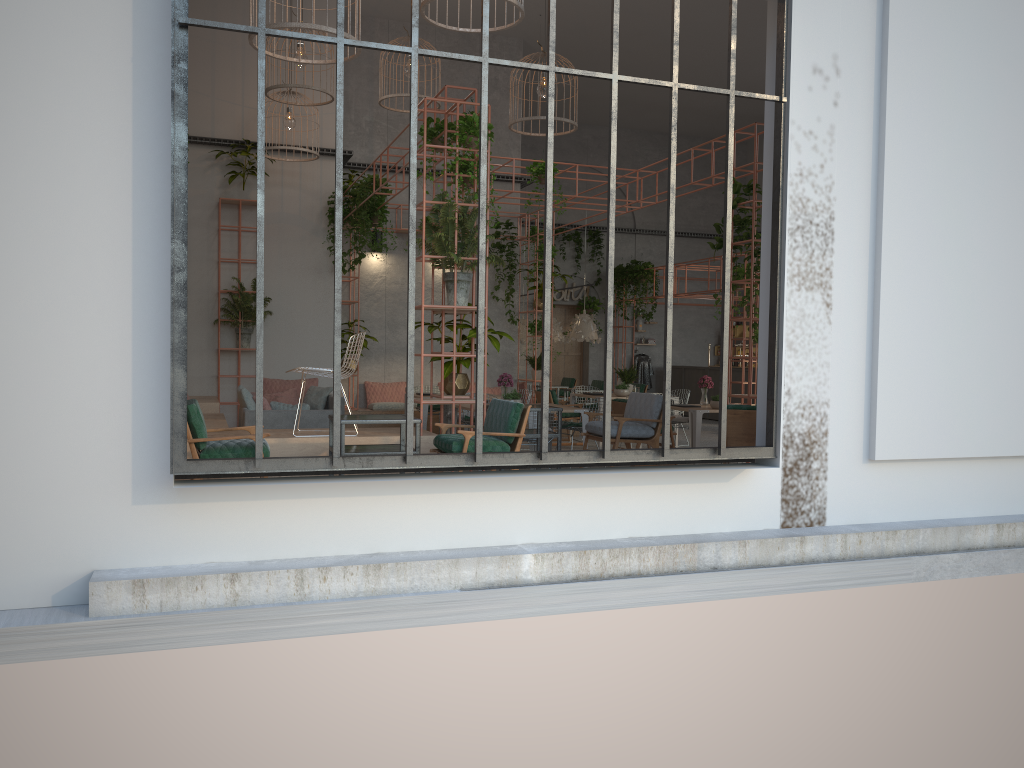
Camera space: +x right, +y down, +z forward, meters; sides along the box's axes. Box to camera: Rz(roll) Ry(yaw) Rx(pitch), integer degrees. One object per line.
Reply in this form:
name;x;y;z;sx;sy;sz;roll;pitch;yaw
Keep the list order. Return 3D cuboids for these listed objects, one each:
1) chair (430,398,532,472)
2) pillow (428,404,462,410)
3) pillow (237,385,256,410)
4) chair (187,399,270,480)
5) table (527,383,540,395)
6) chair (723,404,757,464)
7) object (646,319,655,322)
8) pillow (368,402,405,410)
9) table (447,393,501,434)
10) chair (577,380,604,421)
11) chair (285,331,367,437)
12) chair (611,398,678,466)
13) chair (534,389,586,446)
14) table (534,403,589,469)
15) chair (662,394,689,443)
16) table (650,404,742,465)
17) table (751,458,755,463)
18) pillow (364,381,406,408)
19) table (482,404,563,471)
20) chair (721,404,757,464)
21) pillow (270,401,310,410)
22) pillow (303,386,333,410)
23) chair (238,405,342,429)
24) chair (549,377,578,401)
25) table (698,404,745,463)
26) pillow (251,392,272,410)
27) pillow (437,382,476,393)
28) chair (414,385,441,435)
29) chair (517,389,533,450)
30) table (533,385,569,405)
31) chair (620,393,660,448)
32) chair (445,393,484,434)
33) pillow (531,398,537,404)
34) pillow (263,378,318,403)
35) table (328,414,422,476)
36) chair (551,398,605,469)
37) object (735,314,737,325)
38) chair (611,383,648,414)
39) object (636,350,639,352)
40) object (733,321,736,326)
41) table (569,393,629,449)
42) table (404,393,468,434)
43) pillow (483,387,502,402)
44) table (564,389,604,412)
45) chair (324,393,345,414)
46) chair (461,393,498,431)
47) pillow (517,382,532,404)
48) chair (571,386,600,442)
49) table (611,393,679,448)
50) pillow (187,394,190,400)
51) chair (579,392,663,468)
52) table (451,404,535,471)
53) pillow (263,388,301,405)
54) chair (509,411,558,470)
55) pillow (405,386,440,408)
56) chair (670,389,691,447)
chair;-0.271;0.596;7.249;0.685;0.929;0.722;0;2;-19
pillow;-1.131;0.394;15.604;0.637;0.149;0.491;0;2;-18
pillow;-2.925;0.262;9.917;0.276;0.474;0.839;0;2;-19
chair;-2.122;0.589;6.594;0.685;0.929;0.722;0;2;-19
table;0.251;0.373;20.985;0.635;0.798;0.602;0;2;-19
chair;2.163;0.631;7.556;0.722;0.917;0.685;2;2;20
object;3.614;-1.664;23.139;0.263;0.101;0.013;0;2;-19
pillow;-2.120;0.390;15.254;0.637;0.149;0.491;0;2;-18
table;-0.516;0.589;13.746;0.694;0.830;1.214;0;2;-19
chair;1.712;0.379;19.647;0.685;0.930;0.722;0;2;-19
chair;-1.683;-0.014;8.027;0.717;0.941;0.565;1;2;-11
chair;1.716;0.660;11.686;0.685;0.917;0.722;0;2;-19
chair;0.772;0.550;14.303;0.685;0.917;0.722;0;2;-19
table;0.394;0.697;11.169;0.694;0.830;1.214;0;2;-19
chair;2.304;0.626;12.791;0.565;0.941;0.717;0;2;-18
table;2.434;0.720;11.835;0.694;0.830;1.205;0;2;-19
table;2.628;0.662;8.512;0.602;0.798;0.635;2;2;20
pillow;-2.188;0.187;15.670;0.839;0.474;0.276;0;2;-29
table;0.089;0.615;8.623;0.635;0.798;0.602;0;2;-19
chair;2.930;0.699;11.044;0.565;0.941;0.717;1;2;-3
pillow;-2.418;0.355;9.835;0.499;0.324;0.307;2;2;16
pillow;-2.830;0.207;12.796;0.495;0.349;0.308;2;2;30
chair;-2.511;0.538;9.991;1.056;0.586;1.127;0;2;-19
chair;1.134;0.310;21.279;0.685;0.930;0.722;0;2;-19
table;3.089;0.722;12.072;0.694;0.830;1.214;0;2;-19
pillow;-2.779;0.295;9.956;0.289;0.385;0.666;0;2;-19
pillow;-0.966;0.193;16.057;0.839;0.474;0.276;1;2;1
chair;-1.302;0.505;14.465;0.565;0.941;0.717;0;2;-18
chair;-0.048;0.545;13.930;0.717;0.941;0.565;0;2;-23
table;0.835;0.443;19.332;0.635;0.798;0.602;0;2;-19
chair;1.986;0.589;13.661;0.565;0.941;0.717;1;2;-3
chair;-0.676;0.579;12.719;0.565;0.941;0.717;1;2;-3
pillow;0.477;0.357;17.361;0.491;0.149;0.637;0;2;-18
pillow;-3.250;0.147;12.987;0.836;0.476;0.273;0;2;-19
table;-1.085;0.656;6.957;0.635;0.798;0.602;0;2;-19
chair;0.864;0.654;11.353;0.717;0.941;0.565;0;2;-23
object;5.886;-1.673;23.258;0.134;0.301;0.134;0;2;-31
chair;2.302;0.449;17.979;0.685;0.929;0.722;0;2;-19
object;3.256;-0.865;23.094;0.093;0.121;0.049;0;2;-17
object;5.771;-1.577;23.050;0.088;0.123;0.088;3;3;37
table;1.490;0.597;14.451;0.694;0.830;1.205;0;2;-19
table;-1.171;0.587;13.510;0.694;0.830;1.205;0;2;-19
pillow;-0.368;0.243;16.294;0.666;0.385;0.289;0;2;-24
table;1.420;0.513;17.679;0.635;0.798;0.602;0;2;-19
chair;-3.021;0.477;12.651;1.127;0.672;1.052;0;2;-19
chair;-0.390;0.614;11.889;0.565;0.941;0.717;0;2;-18
pillow;0.117;0.175;17.112;0.276;0.474;0.839;0;2;-29
chair;1.359;0.515;15.407;0.565;0.941;0.717;0;2;-18
table;2.145;0.599;14.688;0.694;0.830;1.214;0;2;-19
pillow;-4.427;0.223;11.721;0.276;0.474;0.839;1;2;1
chair;1.129;0.556;8.979;0.685;0.929;0.722;0;2;-19
table;-0.260;0.695;10.933;0.694;0.830;1.205;0;2;-19
pillow;-3.274;0.223;12.698;0.479;0.317;0.441;-1;3;-38
chair;0.236;0.687;10.142;0.565;0.941;0.717;1;2;-3
pillow;-1.576;0.238;15.867;0.666;0.385;0.289;0;2;-24
chair;2.614;0.556;14.872;0.717;0.941;0.565;0;2;-23
